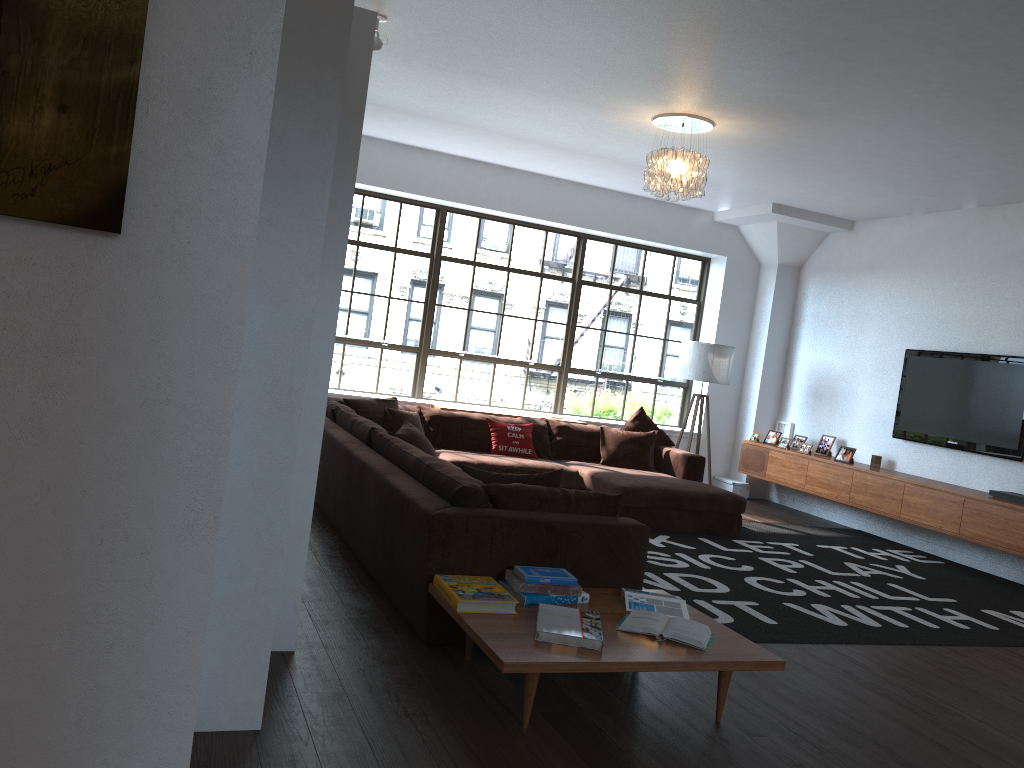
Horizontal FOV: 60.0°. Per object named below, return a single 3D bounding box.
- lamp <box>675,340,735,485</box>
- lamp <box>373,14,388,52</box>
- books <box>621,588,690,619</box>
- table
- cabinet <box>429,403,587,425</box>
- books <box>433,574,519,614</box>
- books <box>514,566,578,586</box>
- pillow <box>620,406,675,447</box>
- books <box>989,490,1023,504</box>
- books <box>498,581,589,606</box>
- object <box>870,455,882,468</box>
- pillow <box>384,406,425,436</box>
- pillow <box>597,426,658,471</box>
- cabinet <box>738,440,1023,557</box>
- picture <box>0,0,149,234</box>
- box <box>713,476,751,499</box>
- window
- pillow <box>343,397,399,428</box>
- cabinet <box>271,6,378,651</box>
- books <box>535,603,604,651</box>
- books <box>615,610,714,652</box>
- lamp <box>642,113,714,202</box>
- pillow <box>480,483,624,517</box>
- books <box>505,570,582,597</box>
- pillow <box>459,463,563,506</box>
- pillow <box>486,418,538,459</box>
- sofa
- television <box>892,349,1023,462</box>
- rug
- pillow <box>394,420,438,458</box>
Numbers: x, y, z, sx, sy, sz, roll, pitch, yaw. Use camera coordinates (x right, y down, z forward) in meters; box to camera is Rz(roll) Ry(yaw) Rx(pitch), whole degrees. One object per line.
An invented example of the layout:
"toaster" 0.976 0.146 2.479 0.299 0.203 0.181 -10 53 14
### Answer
"lamp" 1.927 0.366 9.214 0.545 1.579 0.545 7 2 -11
"lamp" -0.767 -1.962 4.982 0.111 0.211 0.120 8 2 12
"books" 0.598 0.906 3.722 0.256 0.035 0.350 8 2 3
"table" 0.309 1.035 3.393 1.100 0.271 0.853 7 2 -22
"cabinet" -0.066 0.596 8.637 1.520 0.625 0.350 7 2 -22
"books" -0.145 0.811 3.430 0.241 0.045 0.334 7 2 -20
"books" 0.134 0.779 3.603 0.224 0.027 0.157 7 2 -17
"pillow" 1.187 0.500 8.203 0.651 0.587 0.335 6 3 -43
"books" 3.878 0.877 6.724 0.250 0.053 0.400 7 2 -22
"books" 0.126 0.845 3.604 0.312 0.037 0.216 6 3 -32
"object" 3.350 0.714 8.160 0.089 0.110 0.089 9 2 23
"pillow" -0.877 0.358 7.179 0.238 0.337 0.489 10 3 38
"pillow" 1.046 0.573 7.977 0.542 0.362 0.248 8 2 -1
"cabinet" 3.467 0.989 7.478 0.459 0.350 4.501 7 2 -22
"picture" -0.724 -0.537 1.167 0.450 0.600 0.030 7 2 -22
"box" 2.380 1.126 9.634 0.228 0.165 0.368 7 2 -22
"window" -0.093 -0.702 9.091 4.648 1.905 0.114 7 2 -22
"pillow" -1.086 0.310 7.196 0.334 0.418 0.580 10 3 41
"cabinet" -1.691 -0.401 5.323 0.461 2.414 4.500 7 2 -22
"books" 0.207 0.873 3.205 0.236 0.035 0.340 8 2 3
"books" 0.581 0.918 3.346 0.342 0.040 0.231 9 2 18
"lamp" 1.167 -1.572 6.242 0.441 0.539 0.442 9 2 21
"pillow" 0.136 0.637 4.134 0.750 0.364 0.289 7 2 -23
"books" 0.125 0.809 3.604 0.279 0.035 0.191 7 2 -12
"pillow" 0.010 0.568 4.365 0.559 0.411 0.269 9 2 24
"pillow" 0.000 0.475 7.686 0.465 0.308 0.220 7 3 -26
"sofa" 0.469 0.748 6.164 3.481 0.664 4.197 7 2 -22
"television" 3.757 0.143 7.442 0.013 0.816 1.324 7 2 -22
"rug" 1.859 1.271 6.209 4.200 0.007 3.100 7 2 -20
"pillow" -0.612 0.453 5.650 0.325 0.391 0.625 8 2 -5
